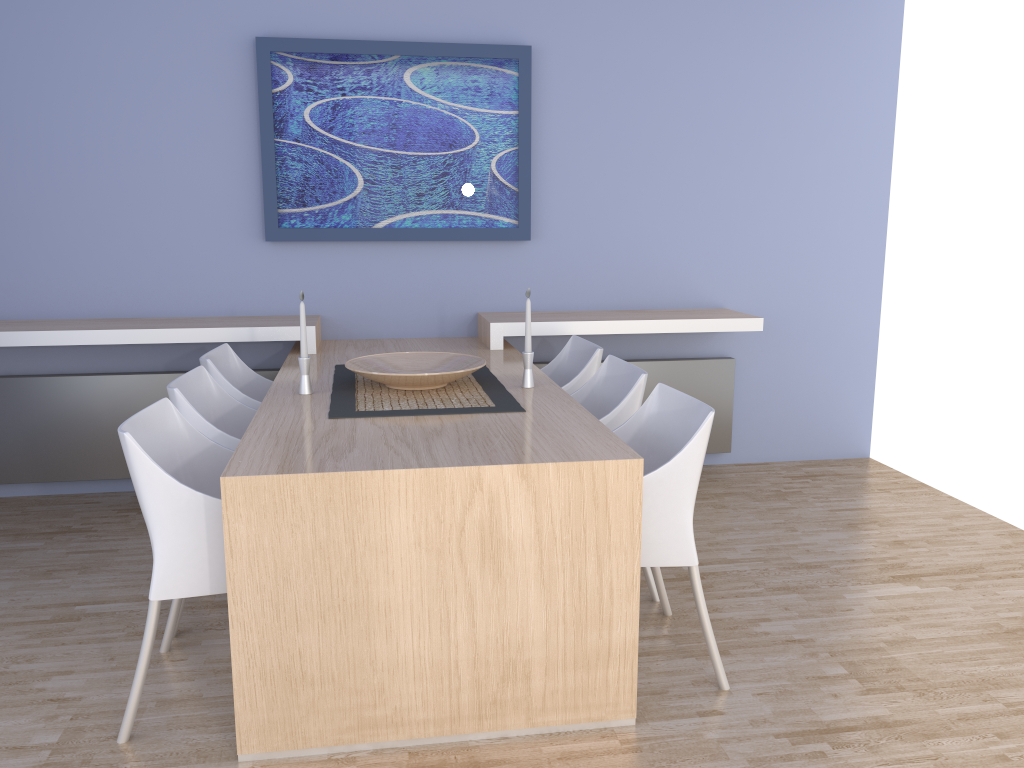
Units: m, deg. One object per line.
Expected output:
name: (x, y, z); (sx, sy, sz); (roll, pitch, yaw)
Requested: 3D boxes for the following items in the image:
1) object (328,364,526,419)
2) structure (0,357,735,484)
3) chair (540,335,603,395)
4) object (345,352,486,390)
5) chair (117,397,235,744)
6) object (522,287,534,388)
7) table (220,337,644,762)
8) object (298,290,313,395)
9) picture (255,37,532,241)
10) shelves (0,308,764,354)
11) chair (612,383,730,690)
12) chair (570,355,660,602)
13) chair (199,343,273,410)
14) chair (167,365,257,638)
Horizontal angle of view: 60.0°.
object: (-0.334, 0.004, 3.133); (0.594, 0.005, 0.986); (-2, 11, -10)
structure: (-0.743, 0.166, 4.361); (3.843, 0.503, 0.064); (-2, 11, -9)
chair: (0.144, 0.215, 3.770); (0.486, 0.793, 0.510); (-2, 11, -9)
object: (-0.337, -0.038, 3.127); (0.493, 0.081, 0.493); (2, 11, 9)
chair: (-0.797, 0.462, 2.439); (0.486, 0.793, 0.510); (-2, 11, -9)
object: (0.056, -0.162, 3.075); (0.045, 0.349, 0.045); (-2, 11, -9)
table: (-0.360, 0.339, 3.301); (1.002, 0.718, 2.340); (-2, 11, -9)
object: (-0.694, -0.140, 2.955); (0.045, 0.349, 0.045); (7, 12, 32)
picture: (-0.530, -1.127, 4.156); (1.252, 0.901, 0.049); (-2, 11, -9)
shelves: (-0.780, 0.117, 4.159); (3.901, 0.840, 0.463); (-2, 11, -9)
chair: (0.335, 0.429, 2.622); (0.486, 0.793, 0.510); (-2, 11, -9)
chair: (0.239, 0.321, 3.200); (0.486, 0.793, 0.510); (-2, 11, -9)
chair: (-0.983, 0.254, 3.554); (0.486, 0.793, 0.510); (-2, 11, -9)
chair: (-0.890, 0.358, 2.997); (0.486, 0.793, 0.510); (-2, 11, -9)
